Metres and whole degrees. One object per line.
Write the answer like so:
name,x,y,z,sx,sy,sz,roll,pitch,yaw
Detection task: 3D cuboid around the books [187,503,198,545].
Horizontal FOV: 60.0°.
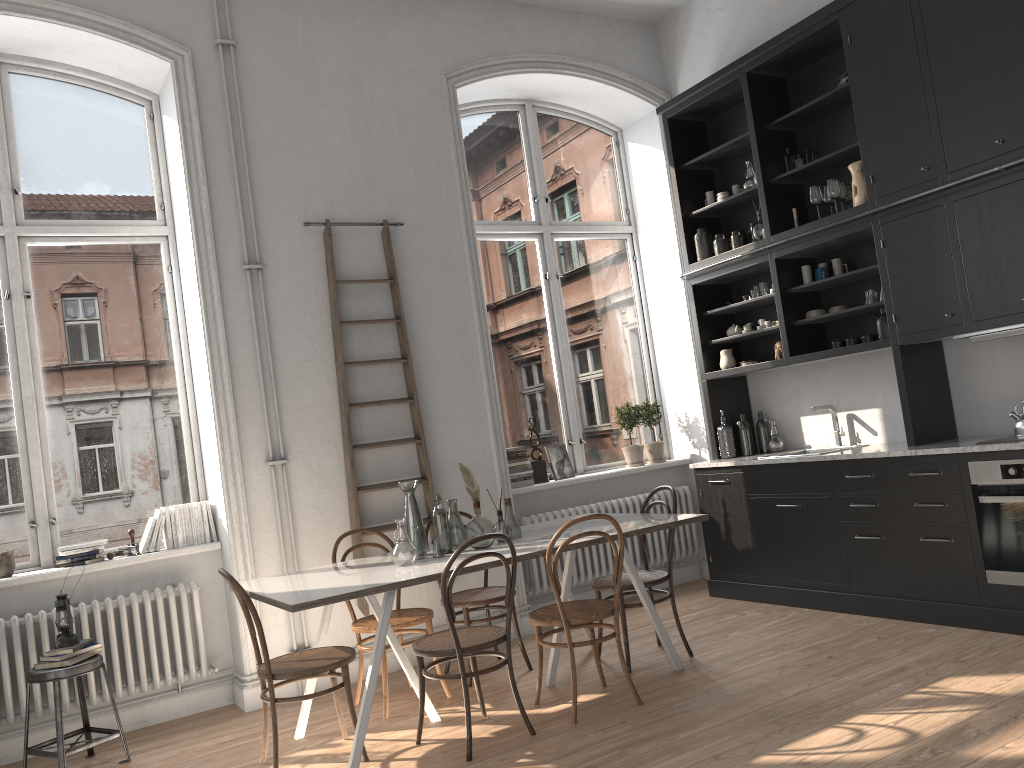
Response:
books,-1.902,0.829,5.253,0.019,0.243,0.175,-6,-4,-31

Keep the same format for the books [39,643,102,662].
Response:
books,-2.176,1.323,4.376,0.163,0.029,0.232,-10,-4,30

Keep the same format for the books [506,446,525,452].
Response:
books,-0.032,0.475,6.382,0.201,0.024,0.159,-5,-4,-41

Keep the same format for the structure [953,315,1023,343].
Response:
structure,2.751,-0.333,4.532,0.379,0.123,0.844,-6,-4,-31

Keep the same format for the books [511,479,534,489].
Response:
books,0.004,0.722,6.347,0.248,0.043,0.193,-6,-4,-31

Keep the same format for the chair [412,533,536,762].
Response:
chair,-0.206,1.130,3.966,0.437,0.920,0.549,-6,-4,-35

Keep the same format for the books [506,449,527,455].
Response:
books,-0.020,0.495,6.376,0.205,0.020,0.155,-6,-4,-31

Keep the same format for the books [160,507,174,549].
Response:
books,-2.027,0.844,5.205,0.024,0.243,0.175,-6,-4,-31

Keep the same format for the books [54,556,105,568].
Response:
books,-2.403,0.992,4.930,0.221,0.023,0.147,-9,-4,18

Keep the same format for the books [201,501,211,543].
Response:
books,-1.843,0.824,5.291,0.024,0.243,0.175,-6,-4,-31

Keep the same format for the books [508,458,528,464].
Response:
books,-0.011,0.558,6.372,0.205,0.022,0.155,-5,-4,-36

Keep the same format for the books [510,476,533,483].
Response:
books,0.002,0.689,6.348,0.249,0.023,0.175,-6,-4,-35

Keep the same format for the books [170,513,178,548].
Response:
books,-1.991,0.858,5.199,0.020,0.205,0.155,-6,-4,-31

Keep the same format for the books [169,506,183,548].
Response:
books,-1.970,0.836,5.203,0.024,0.243,0.175,-6,-4,-31

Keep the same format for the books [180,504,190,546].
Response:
books,-1.947,0.835,5.246,0.019,0.243,0.175,-6,-4,-31

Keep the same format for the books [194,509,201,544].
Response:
books,-1.881,0.846,5.265,0.020,0.205,0.155,-6,-4,-31

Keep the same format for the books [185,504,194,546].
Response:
books,-1.931,0.834,5.261,0.024,0.243,0.175,-6,-4,-31

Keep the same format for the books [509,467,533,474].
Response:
books,-0.008,0.628,6.370,0.245,0.028,0.194,-5,-4,-36

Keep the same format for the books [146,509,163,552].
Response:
books,-2.077,0.851,5.149,0.100,0.235,0.175,-6,-4,-31

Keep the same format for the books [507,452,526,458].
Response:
books,-0.028,0.517,6.368,0.231,0.023,0.163,-7,-3,-15

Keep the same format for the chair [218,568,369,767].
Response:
chair,-0.978,1.238,3.981,0.549,0.920,0.438,-7,-3,-22

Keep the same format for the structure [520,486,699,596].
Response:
structure,0.718,1.133,6.537,1.576,0.552,0.195,-6,-4,-31

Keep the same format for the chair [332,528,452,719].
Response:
chair,-0.669,1.243,4.778,0.437,0.920,0.549,-6,-4,-33

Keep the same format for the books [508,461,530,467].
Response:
books,-0.008,0.580,6.378,0.222,0.024,0.158,-6,-4,-31

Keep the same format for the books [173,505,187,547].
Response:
books,-1.955,0.835,5.221,0.019,0.243,0.175,-6,-4,-31

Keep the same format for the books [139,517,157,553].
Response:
books,-2.110,0.874,5.132,0.105,0.194,0.155,-6,-4,-32

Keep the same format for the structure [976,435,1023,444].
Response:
structure,2.722,0.255,4.431,0.427,0.011,0.593,-6,-4,-31

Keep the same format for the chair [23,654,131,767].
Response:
chair,-2.141,1.618,4.315,0.360,0.522,0.364,-10,-4,33

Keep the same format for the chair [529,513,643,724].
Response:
chair,0.313,1.074,4.233,0.437,0.920,0.549,-7,-3,-20

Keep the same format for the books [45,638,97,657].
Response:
books,-2.178,1.300,4.379,0.147,0.027,0.221,-8,-3,2

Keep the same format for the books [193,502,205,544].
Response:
books,-1.874,0.828,5.295,0.024,0.243,0.175,-6,-4,-31

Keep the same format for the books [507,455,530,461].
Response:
books,-0.018,0.538,6.371,0.243,0.019,0.175,-6,-4,-31

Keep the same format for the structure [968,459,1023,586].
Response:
structure,2.771,0.646,4.407,0.618,0.623,0.622,-6,-4,-31

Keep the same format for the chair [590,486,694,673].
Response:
chair,0.701,1.063,4.952,0.549,0.920,0.438,-7,-3,-18

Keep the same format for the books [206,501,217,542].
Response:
books,-1.815,0.820,5.305,0.040,0.244,0.175,-6,-4,-31

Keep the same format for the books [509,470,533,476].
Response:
books,-0.003,0.648,6.369,0.255,0.014,0.193,-6,-4,-27

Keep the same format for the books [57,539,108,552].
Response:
books,-2.391,0.900,4.953,0.243,0.019,0.175,-7,-4,-21

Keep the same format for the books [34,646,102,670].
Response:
books,-2.181,1.349,4.366,0.194,0.034,0.246,-8,-3,10

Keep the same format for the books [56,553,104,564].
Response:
books,-2.399,0.968,4.931,0.205,0.022,0.155,-7,-3,-11

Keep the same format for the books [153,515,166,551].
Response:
books,-2.054,0.865,5.162,0.072,0.203,0.155,-6,-4,-31

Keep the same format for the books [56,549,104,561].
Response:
books,-2.399,0.946,4.932,0.221,0.023,0.147,-7,-3,-15

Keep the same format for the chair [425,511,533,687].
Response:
chair,-0.217,1.202,5.137,0.437,0.920,0.549,-7,-3,-24

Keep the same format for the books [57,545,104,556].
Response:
books,-2.394,0.924,4.924,0.205,0.020,0.155,-5,-4,-41

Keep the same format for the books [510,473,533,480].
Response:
books,-0.001,0.666,6.350,0.249,0.023,0.175,-6,-4,-30

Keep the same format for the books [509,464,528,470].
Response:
books,-0.005,0.602,6.370,0.205,0.022,0.155,-7,-4,-16

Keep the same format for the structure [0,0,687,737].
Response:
structure,-1.064,-0.448,5.625,5.180,4.472,0.340,-6,-3,-30
